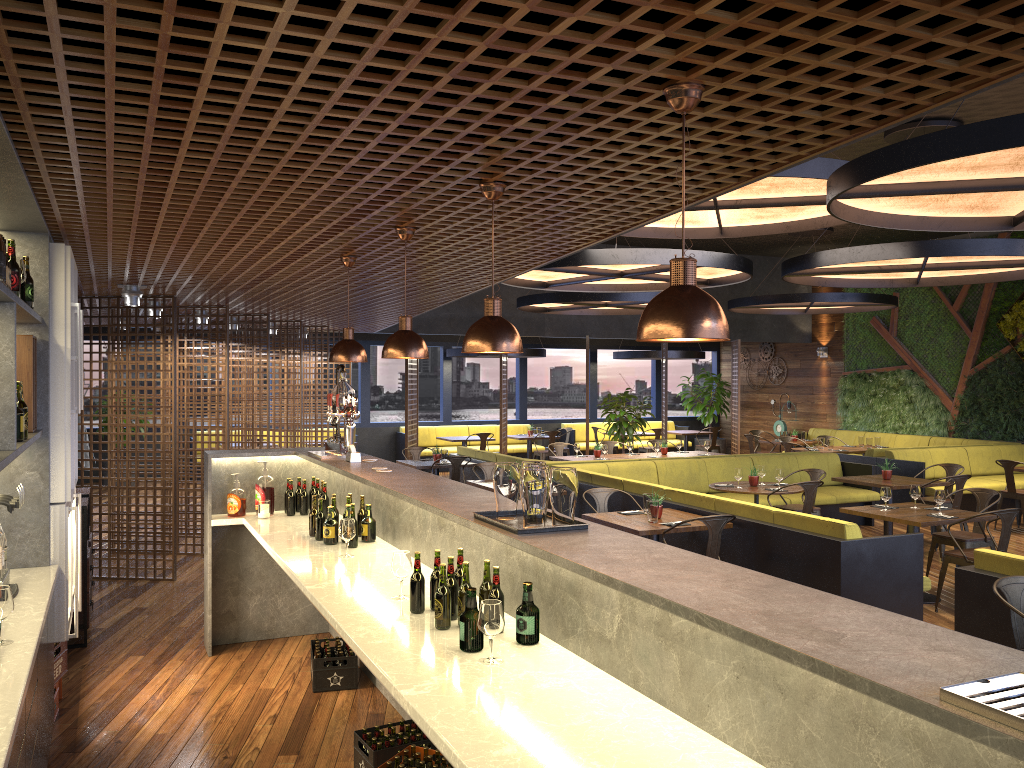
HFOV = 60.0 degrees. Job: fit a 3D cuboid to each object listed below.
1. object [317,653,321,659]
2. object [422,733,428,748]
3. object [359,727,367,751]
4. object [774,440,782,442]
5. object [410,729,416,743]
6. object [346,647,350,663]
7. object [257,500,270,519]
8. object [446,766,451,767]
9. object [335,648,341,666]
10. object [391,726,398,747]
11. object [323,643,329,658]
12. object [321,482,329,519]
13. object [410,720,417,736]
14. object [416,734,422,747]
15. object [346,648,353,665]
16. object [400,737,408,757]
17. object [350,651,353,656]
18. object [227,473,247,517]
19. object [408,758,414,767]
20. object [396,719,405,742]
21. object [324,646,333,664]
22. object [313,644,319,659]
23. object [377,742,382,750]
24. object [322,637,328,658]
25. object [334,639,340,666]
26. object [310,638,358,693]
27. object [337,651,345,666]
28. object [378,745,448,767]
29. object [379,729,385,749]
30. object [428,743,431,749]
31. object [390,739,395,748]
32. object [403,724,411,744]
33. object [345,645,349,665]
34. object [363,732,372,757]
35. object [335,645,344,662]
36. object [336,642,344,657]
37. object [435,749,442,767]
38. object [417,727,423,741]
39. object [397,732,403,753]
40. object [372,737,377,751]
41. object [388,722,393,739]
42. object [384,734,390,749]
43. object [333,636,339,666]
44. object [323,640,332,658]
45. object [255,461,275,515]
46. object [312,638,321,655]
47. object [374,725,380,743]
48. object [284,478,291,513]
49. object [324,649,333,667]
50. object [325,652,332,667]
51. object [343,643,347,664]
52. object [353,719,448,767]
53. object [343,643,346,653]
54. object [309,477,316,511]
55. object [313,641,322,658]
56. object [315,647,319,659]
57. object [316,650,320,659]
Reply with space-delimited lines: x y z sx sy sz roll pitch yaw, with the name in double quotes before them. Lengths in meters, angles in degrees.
"object" -1.193 1.767 5.477 0.056 0.205 0.056 0 0 -12
"object" -0.422 1.776 4.326 0.057 0.205 0.056 0 0 33
"object" -0.716 1.776 4.314 0.056 0.205 0.057 0 0 -32
"object" 4.927 1.057 16.428 0.157 0.019 0.255 0 0 -25
"object" -0.478 1.776 4.296 0.057 0.205 0.056 0 0 13
"object" -1.030 1.766 5.653 0.056 0.205 0.057 0 0 -2
"object" -1.741 0.879 6.223 0.088 0.123 0.088 0 0 -19
"object" -0.277 1.779 3.878 0.056 0.205 0.056 0 0 8
"object" -1.085 1.766 5.574 0.056 0.205 0.056 0 1 -42
"object" -0.578 1.776 4.326 0.056 0.205 0.056 0 0 8
"object" -1.187 1.766 5.683 0.057 0.205 0.056 0 0 38
"object" -1.308 0.815 6.195 0.063 0.254 0.063 0 0 38
"object" -0.490 1.775 4.446 0.057 0.205 0.056 0 0 8
"object" -0.446 1.776 4.237 0.056 0.205 0.056 0 0 -2
"object" -1.015 1.767 5.590 0.056 0.205 0.057 0 0 23
"object" -0.503 1.777 4.202 0.056 0.205 0.056 0 0 23
"object" -1.001 1.767 5.525 0.057 0.205 0.056 0 1 -42
"object" -1.961 0.788 6.319 0.133 0.301 0.133 0 0 -19
"object" -0.453 1.778 3.966 0.056 0.205 0.056 0 0 -2
"object" -0.547 1.775 4.416 0.057 0.205 0.056 0 0 -17
"object" -1.163 1.766 5.617 0.056 0.205 0.057 0 0 28
"object" -1.247 1.765 5.665 0.056 0.205 0.056 0 0 38
"object" -0.619 1.777 4.140 0.056 0.205 0.056 0 0 33
"object" -1.219 1.765 5.810 0.057 0.205 0.056 0 0 23
"object" -1.130 1.765 5.765 0.056 0.205 0.056 0 0 -32
"object" -1.139 1.785 5.661 0.277 0.206 0.416 0 0 -15
"object" -1.061 1.767 5.511 0.056 0.205 0.056 0 0 -17
"object" -0.351 1.798 3.951 0.416 0.206 0.277 0 0 25
"object" -0.629 1.776 4.290 0.056 0.205 0.056 0 1 43
"object" -0.390 1.776 4.267 0.056 0.205 0.056 0 0 13
"object" -0.564 1.777 4.175 0.056 0.205 0.056 0 1 -42
"object" -0.512 1.776 4.356 0.056 0.205 0.056 0 0 -2
"object" -1.049 1.766 5.714 0.057 0.205 0.056 0 1 -42
"object" -0.686 1.776 4.255 0.056 0.205 0.056 0 0 -27
"object" -1.097 1.766 5.635 0.056 0.205 0.056 0 0 13
"object" -1.108 1.765 5.706 0.056 0.205 0.056 0 0 23
"object" -0.340 1.778 4.058 0.056 0.205 0.056 0 0 -37
"object" -0.457 1.775 4.383 0.056 0.205 0.056 0 0 33
"object" -0.536 1.776 4.256 0.056 0.205 0.057 0 0 23
"object" -0.650 1.777 4.192 0.056 0.205 0.057 0 0 8
"object" -0.601 1.776 4.381 0.057 0.205 0.056 0 0 33
"object" -0.594 1.777 4.231 0.056 0.205 0.057 0 0 -17
"object" -1.149 1.764 5.829 0.056 0.205 0.056 0 0 -12
"object" -1.196 1.765 5.746 0.057 0.205 0.056 0 0 -2
"object" -1.772 0.746 6.365 0.133 0.385 0.133 0 0 15
"object" -1.278 1.764 5.793 0.056 0.205 0.056 0 1 -42
"object" -0.660 1.776 4.342 0.056 0.205 0.057 0 0 23
"object" -1.625 0.813 6.459 0.063 0.254 0.063 0 0 -32
"object" -1.149 1.767 5.555 0.057 0.205 0.056 0 1 -42
"object" -1.135 1.767 5.491 0.057 0.205 0.056 0 0 -12
"object" -1.072 1.765 5.781 0.057 0.205 0.056 0 0 38
"object" -0.527 1.796 4.308 0.416 0.206 0.277 0 0 -30
"object" -1.084 1.765 5.842 0.057 0.205 0.056 0 0 -17
"object" -1.469 0.813 6.561 0.063 0.254 0.063 0 0 38
"object" -1.257 1.765 5.732 0.056 0.205 0.056 0 0 -27
"object" -1.228 1.766 5.601 0.056 0.205 0.056 0 0 13
"object" -1.214 1.766 5.540 0.056 0.205 0.056 0 0 28
